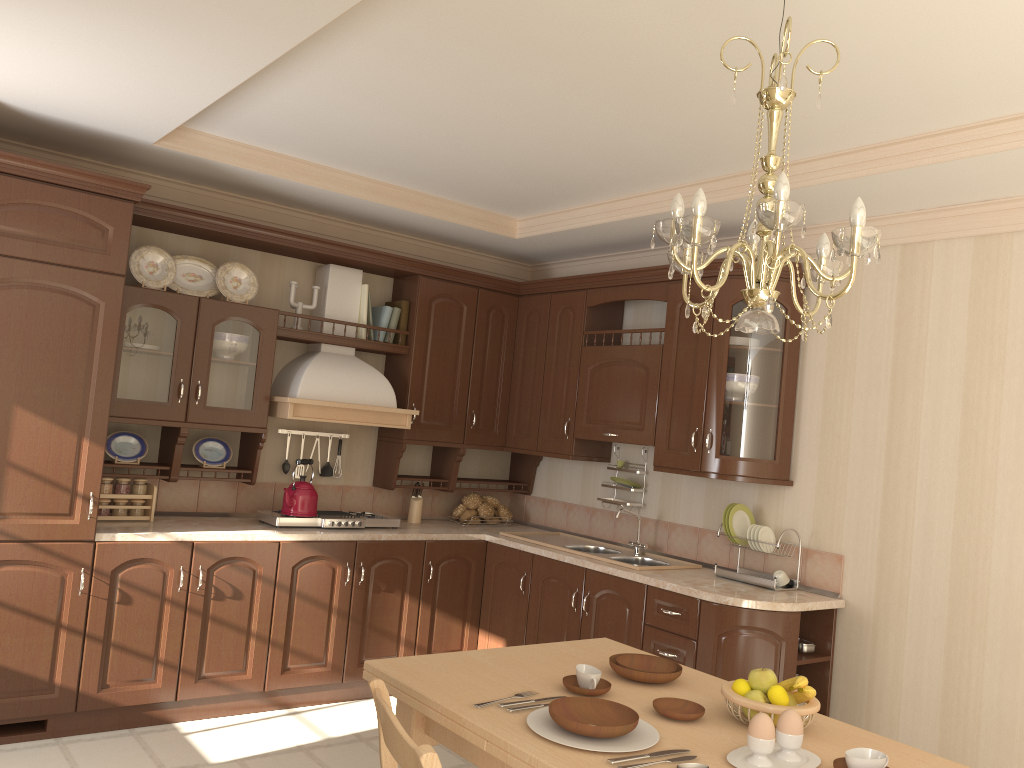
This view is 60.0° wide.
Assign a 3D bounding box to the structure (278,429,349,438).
[{"bbox_3d":[-1.088,0.274,4.887,0.422,0.020,0.008,8,-3,-37],"label":"structure"}]

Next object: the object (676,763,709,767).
[{"bbox_3d":[0.305,0.776,1.768,0.219,0.011,0.047,7,-3,-28],"label":"object"}]

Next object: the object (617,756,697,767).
[{"bbox_3d":[0.306,0.782,1.833,0.216,0.004,0.022,7,-3,-32],"label":"object"}]

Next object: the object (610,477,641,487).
[{"bbox_3d":[0.619,0.537,4.826,0.167,0.051,0.174,8,-3,-37],"label":"object"}]

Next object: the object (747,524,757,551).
[{"bbox_3d":[1.119,0.706,4.077,0.123,0.119,0.034,8,-3,-37],"label":"object"}]

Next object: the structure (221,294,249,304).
[{"bbox_3d":[-1.380,-0.461,4.430,0.110,0.126,0.080,8,-3,-37],"label":"structure"}]

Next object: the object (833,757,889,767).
[{"bbox_3d":[0.733,0.812,1.841,0.127,0.026,0.126,3,-4,44],"label":"object"}]

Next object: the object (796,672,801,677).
[{"bbox_3d":[1.183,1.264,3.840,0.084,0.045,0.120,7,-3,-26],"label":"object"}]

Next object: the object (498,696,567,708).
[{"bbox_3d":[0.053,0.772,2.162,0.212,0.008,0.018,8,-4,-38],"label":"object"}]

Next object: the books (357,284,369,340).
[{"bbox_3d":[-0.857,-0.395,4.926,0.042,0.305,0.194,8,-3,-37],"label":"books"}]

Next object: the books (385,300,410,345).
[{"bbox_3d":[-0.664,-0.344,5.068,0.052,0.254,0.205,8,-3,-37],"label":"books"}]

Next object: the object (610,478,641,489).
[{"bbox_3d":[0.618,0.540,4.826,0.167,0.051,0.174,8,-3,-37],"label":"object"}]

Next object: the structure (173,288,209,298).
[{"bbox_3d":[-1.572,-0.483,4.352,0.154,0.126,0.080,8,-3,-37],"label":"structure"}]

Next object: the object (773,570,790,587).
[{"bbox_3d":[1.213,0.876,3.992,0.073,0.072,0.085,5,-3,17],"label":"object"}]

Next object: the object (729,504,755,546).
[{"bbox_3d":[1.076,0.657,4.145,0.193,0.188,0.047,7,-3,-36],"label":"object"}]

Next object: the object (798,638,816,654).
[{"bbox_3d":[1.257,1.140,3.861,0.084,0.045,0.120,7,-3,-26],"label":"object"}]

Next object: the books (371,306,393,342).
[{"bbox_3d":[-0.762,-0.333,5.001,0.086,0.209,0.205,8,-3,-37],"label":"books"}]

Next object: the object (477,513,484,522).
[{"bbox_3d":[-0.180,0.802,5.424,0.098,0.094,0.114,4,-3,33],"label":"object"}]

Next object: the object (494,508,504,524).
[{"bbox_3d":[-0.102,0.811,5.472,0.091,0.100,0.125,8,-4,-42],"label":"object"}]

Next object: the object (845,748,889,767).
[{"bbox_3d":[0.741,0.797,1.846,0.119,0.055,0.063,7,-3,-23],"label":"object"}]

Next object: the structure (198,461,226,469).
[{"bbox_3d":[-1.494,0.355,4.433,0.110,0.126,0.080,8,-3,-37],"label":"structure"}]

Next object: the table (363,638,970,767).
[{"bbox_3d":[0.395,1.192,2.023,0.900,0.774,1.567,8,-3,-37],"label":"table"}]

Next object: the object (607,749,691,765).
[{"bbox_3d":[0.288,0.780,1.864,0.221,0.008,0.023,7,-3,-32],"label":"object"}]

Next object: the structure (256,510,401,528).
[{"bbox_3d":[-0.937,0.705,4.643,0.710,0.054,0.325,8,-3,-37],"label":"structure"}]

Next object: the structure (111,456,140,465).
[{"bbox_3d":[-1.820,0.312,4.186,0.110,0.126,0.080,8,-3,-37],"label":"structure"}]

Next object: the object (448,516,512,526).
[{"bbox_3d":[-0.190,0.822,5.380,0.364,0.060,0.199,8,-3,-37],"label":"object"}]

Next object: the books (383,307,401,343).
[{"bbox_3d":[-0.717,-0.328,5.025,0.080,0.209,0.205,8,-3,-37],"label":"books"}]

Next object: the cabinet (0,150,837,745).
[{"bbox_3d":[-0.542,0.419,3.831,3.226,2.313,2.436,8,-3,-37],"label":"cabinet"}]

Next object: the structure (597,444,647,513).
[{"bbox_3d":[0.606,0.517,4.871,0.131,0.361,0.256,8,-3,-37],"label":"structure"}]

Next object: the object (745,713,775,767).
[{"bbox_3d":[0.532,0.755,1.895,0.058,0.104,0.058,4,-3,31],"label":"object"}]

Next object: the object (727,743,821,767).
[{"bbox_3d":[0.564,0.809,1.909,0.245,0.005,0.157,8,-4,-40],"label":"object"}]

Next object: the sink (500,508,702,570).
[{"bbox_3d":[0.439,0.807,4.662,0.448,0.348,1.077,8,-3,-37],"label":"sink"}]

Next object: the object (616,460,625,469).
[{"bbox_3d":[0.605,0.446,4.922,0.044,0.051,0.049,4,-3,21],"label":"object"}]

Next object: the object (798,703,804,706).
[{"bbox_3d":[1.173,1.370,3.835,0.145,0.077,0.208,7,-3,-26],"label":"object"}]

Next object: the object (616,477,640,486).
[{"bbox_3d":[0.620,0.534,4.827,0.167,0.051,0.174,8,-3,-37],"label":"object"}]

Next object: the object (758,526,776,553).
[{"bbox_3d":[1.157,0.707,4.026,0.123,0.119,0.034,8,-3,-37],"label":"object"}]

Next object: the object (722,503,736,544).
[{"bbox_3d":[1.054,0.657,4.175,0.193,0.188,0.047,7,-3,-36],"label":"object"}]

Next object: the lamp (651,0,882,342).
[{"bbox_3d":[0.610,-0.603,2.065,0.502,0.982,0.501,4,-3,22],"label":"lamp"}]

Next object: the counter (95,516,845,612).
[{"bbox_3d":[-0.330,0.787,3.988,2.603,0.034,2.422,8,-3,-37],"label":"counter"}]

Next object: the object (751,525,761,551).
[{"bbox_3d":[1.132,0.706,4.060,0.123,0.119,0.034,7,-3,-35],"label":"object"}]

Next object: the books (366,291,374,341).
[{"bbox_3d":[-0.832,-0.374,4.954,0.068,0.271,0.194,8,-3,-37],"label":"books"}]

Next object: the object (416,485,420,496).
[{"bbox_3d":[-0.564,0.670,5.224,0.016,0.158,0.051,5,-3,15],"label":"object"}]

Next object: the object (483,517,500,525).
[{"bbox_3d":[-0.127,0.829,5.399,0.103,0.060,0.105,8,-4,-42],"label":"object"}]

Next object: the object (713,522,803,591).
[{"bbox_3d":[1.124,0.773,4.059,0.172,0.275,0.359,7,-3,-36],"label":"object"}]

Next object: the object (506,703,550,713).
[{"bbox_3d":[0.078,0.774,2.133,0.218,0.008,0.022,7,-3,-35],"label":"object"}]

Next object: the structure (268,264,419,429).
[{"bbox_3d":[-0.904,-0.215,4.756,0.753,0.845,0.455,8,-3,-37],"label":"structure"}]

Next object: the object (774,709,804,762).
[{"bbox_3d":[0.608,0.765,1.942,0.058,0.104,0.058,4,-3,31],"label":"object"}]

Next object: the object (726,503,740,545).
[{"bbox_3d":[1.065,0.657,4.160,0.193,0.188,0.047,7,-3,-36],"label":"object"}]

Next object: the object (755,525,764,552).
[{"bbox_3d":[1.144,0.707,4.043,0.123,0.119,0.034,8,-3,-37],"label":"object"}]

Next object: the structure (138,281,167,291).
[{"bbox_3d":[-1.695,-0.502,4.187,0.110,0.126,0.080,8,-3,-37],"label":"structure"}]
